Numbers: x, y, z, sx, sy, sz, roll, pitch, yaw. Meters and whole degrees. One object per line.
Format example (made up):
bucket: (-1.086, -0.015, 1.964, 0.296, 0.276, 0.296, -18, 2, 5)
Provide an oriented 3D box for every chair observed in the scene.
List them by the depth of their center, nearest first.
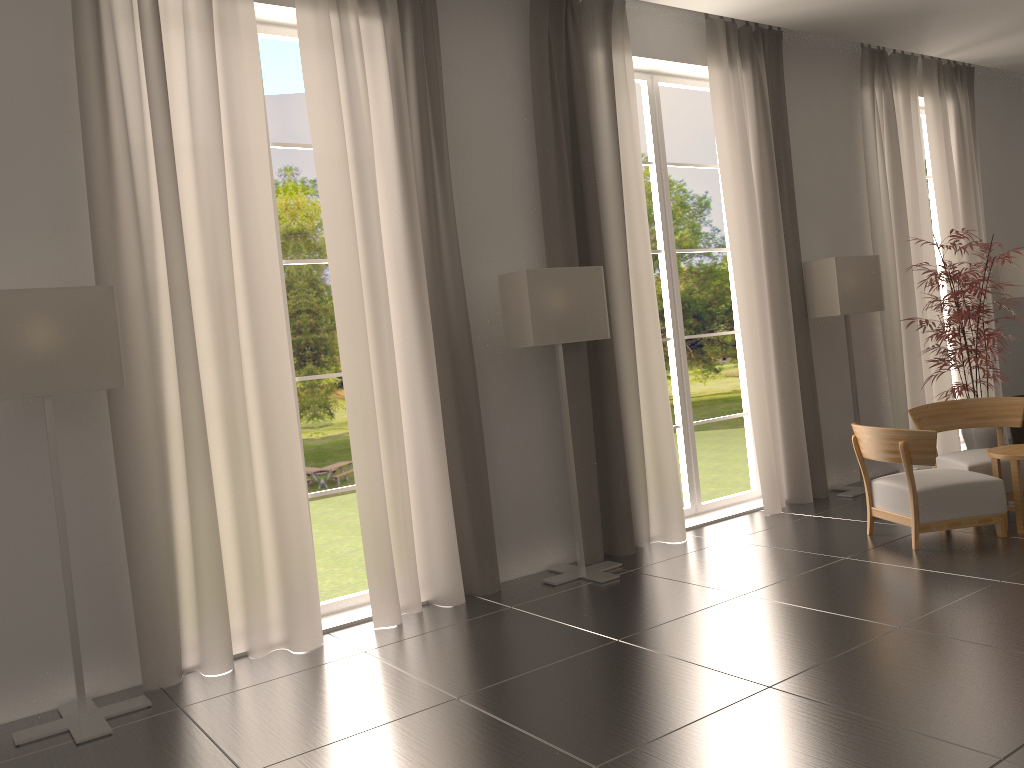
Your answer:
chair: (4.318, 0.988, 9.310, 1.151, 1.226, 1.452, -6, 1, -10)
chair: (5.555, 0.820, 10.408, 1.452, 1.226, 1.151, -6, 1, 0)
chair: (7.698, 0.613, 11.821, 1.501, 1.075, 1.537, -7, 2, -35)

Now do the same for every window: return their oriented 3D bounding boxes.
window: (16.009, -5.101, 7.807, 48.674, 20.575, 99.055, -7, 2, -35)
window: (-2.252, -0.595, 8.482, 2.646, 5.748, 0.110, -7, 1, -35)
window: (2.067, -1.153, 11.490, 2.646, 5.748, 0.110, -7, 1, -35)
window: (6.385, -1.711, 14.498, 2.646, 5.748, 0.110, -7, 1, -35)

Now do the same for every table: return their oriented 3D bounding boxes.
table: (5.482, 1.079, 9.255, 0.870, 0.803, 0.870, -6, 1, -12)

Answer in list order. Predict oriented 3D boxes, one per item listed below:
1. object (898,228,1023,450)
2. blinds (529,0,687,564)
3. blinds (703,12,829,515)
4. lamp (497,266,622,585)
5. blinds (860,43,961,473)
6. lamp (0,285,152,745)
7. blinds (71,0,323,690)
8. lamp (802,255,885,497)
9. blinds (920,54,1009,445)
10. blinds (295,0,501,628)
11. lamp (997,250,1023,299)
object: (6.013, -0.361, 11.775, 1.488, 3.397, 1.773, -5, 1, 40)
blinds: (1.041, -1.308, 10.053, 1.551, 6.430, 0.414, -7, 1, -31)
blinds: (3.357, -1.607, 11.664, 1.551, 6.430, 0.417, -7, 1, -38)
lamp: (0.567, 0.405, 9.220, 1.001, 3.178, 0.907, -7, 1, -35)
blinds: (5.997, -1.948, 13.505, 1.551, 6.430, 0.414, -7, 1, -31)
lamp: (-3.322, 0.907, 6.511, 1.001, 3.178, 0.907, -7, 1, -35)
blinds: (-2.666, -0.829, 7.470, 1.551, 6.430, 0.414, -7, 1, -31)
lamp: (4.632, -0.120, 12.052, 1.001, 3.178, 0.907, -7, 1, -35)
blinds: (7.382, -2.127, 14.467, 1.551, 6.430, 0.417, -7, 1, -38)
blinds: (-1.088, -1.033, 8.568, 1.551, 6.430, 0.417, -7, 1, -38)
lamp: (8.880, -0.669, 15.010, 1.001, 3.178, 0.907, -7, 1, -35)
